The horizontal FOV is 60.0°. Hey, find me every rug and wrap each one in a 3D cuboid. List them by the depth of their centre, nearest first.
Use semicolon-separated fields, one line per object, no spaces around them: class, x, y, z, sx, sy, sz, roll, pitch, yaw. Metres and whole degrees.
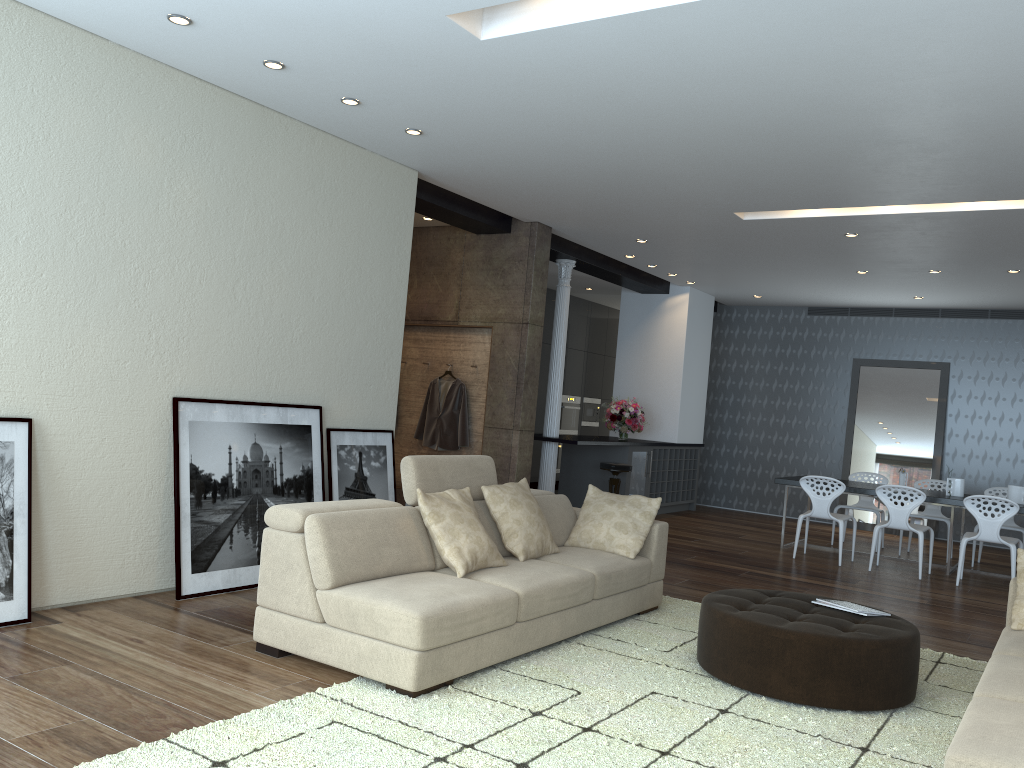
rug;1.008;1.440;3.733;2.972;0.020;4.231;4;-1;33

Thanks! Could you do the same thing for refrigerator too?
refrigerator;1.520;1.132;10.746;0.075;0.774;0.578;4;-2;37

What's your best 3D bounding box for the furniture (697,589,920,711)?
furniture;1.482;1.310;4.489;1.057;0.355;1.057;4;-1;35

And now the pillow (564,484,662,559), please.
pillow;0.662;0.878;5.723;0.518;0.393;0.395;4;-1;30

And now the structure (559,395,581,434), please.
structure;0.681;0.465;13.899;0.591;0.596;0.595;4;-1;33

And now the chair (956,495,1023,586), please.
chair;4.271;1.403;7.920;0.495;0.835;0.581;4;-1;33

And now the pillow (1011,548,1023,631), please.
pillow;2.751;1.031;4.363;0.518;0.393;0.395;4;-2;36

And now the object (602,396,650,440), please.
object;1.413;0.425;11.113;0.570;0.552;0.544;4;-2;39

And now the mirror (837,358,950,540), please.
mirror;5.031;0.821;11.730;1.200;2.294;0.240;4;-1;33

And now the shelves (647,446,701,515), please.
shelves;1.771;1.239;11.938;0.900;0.897;1.700;4;-1;33

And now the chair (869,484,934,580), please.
chair;3.659;1.358;8.329;0.495;0.835;0.581;4;-1;33

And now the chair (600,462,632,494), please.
chair;3.462;1.522;7.576;21.556;0.952;16.134;4;-1;33

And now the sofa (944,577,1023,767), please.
sofa;2.380;1.086;3.388;1.021;0.950;2.581;4;-1;33

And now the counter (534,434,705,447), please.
counter;1.271;0.707;11.109;1.000;0.040;3.700;4;-1;33

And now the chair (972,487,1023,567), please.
chair;5.141;1.508;9.280;0.495;0.835;0.581;4;-1;33

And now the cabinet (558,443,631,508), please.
cabinet;1.138;1.163;10.956;0.900;0.897;0.642;4;-1;33

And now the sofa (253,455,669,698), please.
sofa;-0.084;0.905;4.993;1.021;0.950;2.581;4;-1;33

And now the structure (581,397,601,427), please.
structure;1.070;0.441;14.484;0.528;0.452;0.595;4;-1;33

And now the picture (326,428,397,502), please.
picture;-1.072;0.828;6.431;0.195;0.988;0.700;4;-1;33

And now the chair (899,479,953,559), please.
chair;4.554;1.465;9.663;0.495;0.835;0.581;4;-1;33

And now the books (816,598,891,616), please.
books;1.759;1.150;4.577;0.220;0.040;0.301;5;-1;-22

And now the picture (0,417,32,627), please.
picture;-2.575;0.646;4.105;0.195;0.988;0.700;4;-1;33

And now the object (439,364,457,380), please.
object;-0.637;-0.091;8.859;0.430;0.219;0.010;4;-1;33

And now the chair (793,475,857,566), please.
chair;3.075;1.315;8.715;0.495;0.835;0.581;4;-1;33

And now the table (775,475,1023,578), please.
table;4.472;1.493;8.874;3.400;0.733;1.200;4;-1;33

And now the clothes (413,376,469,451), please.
clothes;-0.688;0.294;8.844;0.700;0.735;0.173;4;-1;32

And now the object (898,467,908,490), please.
object;4.016;0.973;9.130;0.076;0.233;0.161;5;-1;15

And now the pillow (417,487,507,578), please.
pillow;-0.275;0.762;4.685;0.368;0.416;0.519;4;-1;28

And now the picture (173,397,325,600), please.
picture;-1.606;0.688;5.570;0.225;1.140;1.183;4;-1;33

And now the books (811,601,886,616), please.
books;1.734;1.155;4.567;0.219;0.031;0.300;6;-2;-42

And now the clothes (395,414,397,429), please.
clothes;-1.436;0.265;9.341;0.569;0.855;0.141;4;-1;33

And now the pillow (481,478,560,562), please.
pillow;0.053;0.791;5.216;0.301;0.439;0.534;4;-1;29

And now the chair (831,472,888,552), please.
chair;3.966;1.422;10.046;0.495;0.835;0.581;4;-1;33

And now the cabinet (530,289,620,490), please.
cabinet;0.051;0.061;13.089;0.827;2.980;7.409;4;-1;33

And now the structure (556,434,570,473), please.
structure;0.628;1.063;13.886;0.591;0.596;0.595;4;-1;33
